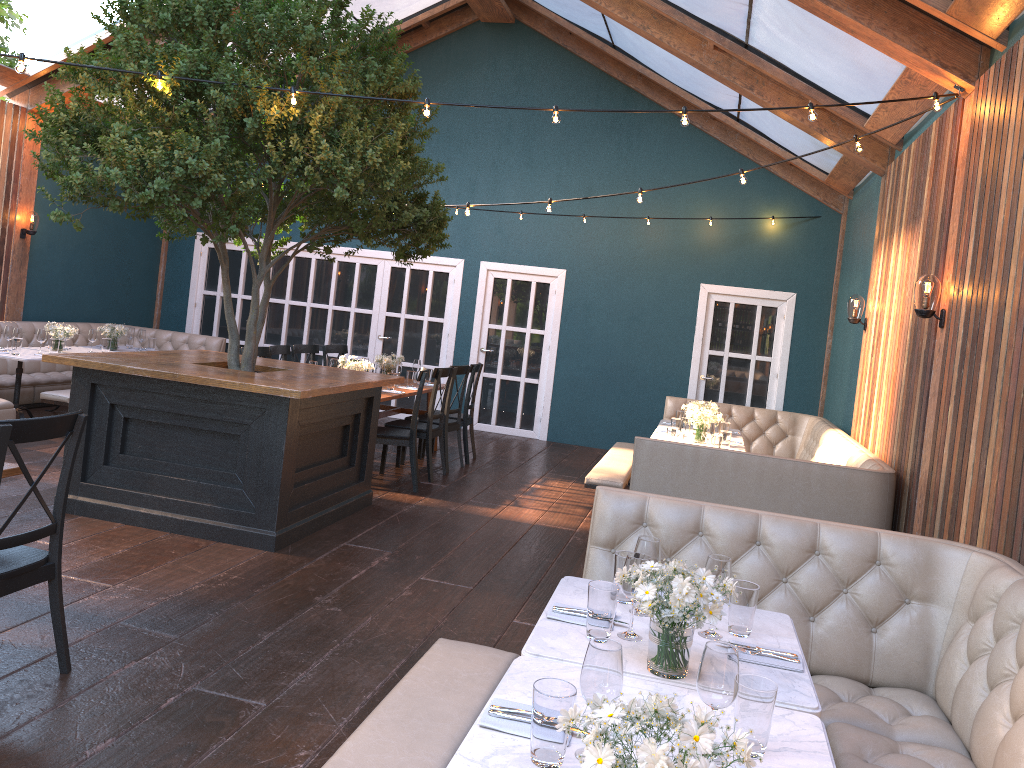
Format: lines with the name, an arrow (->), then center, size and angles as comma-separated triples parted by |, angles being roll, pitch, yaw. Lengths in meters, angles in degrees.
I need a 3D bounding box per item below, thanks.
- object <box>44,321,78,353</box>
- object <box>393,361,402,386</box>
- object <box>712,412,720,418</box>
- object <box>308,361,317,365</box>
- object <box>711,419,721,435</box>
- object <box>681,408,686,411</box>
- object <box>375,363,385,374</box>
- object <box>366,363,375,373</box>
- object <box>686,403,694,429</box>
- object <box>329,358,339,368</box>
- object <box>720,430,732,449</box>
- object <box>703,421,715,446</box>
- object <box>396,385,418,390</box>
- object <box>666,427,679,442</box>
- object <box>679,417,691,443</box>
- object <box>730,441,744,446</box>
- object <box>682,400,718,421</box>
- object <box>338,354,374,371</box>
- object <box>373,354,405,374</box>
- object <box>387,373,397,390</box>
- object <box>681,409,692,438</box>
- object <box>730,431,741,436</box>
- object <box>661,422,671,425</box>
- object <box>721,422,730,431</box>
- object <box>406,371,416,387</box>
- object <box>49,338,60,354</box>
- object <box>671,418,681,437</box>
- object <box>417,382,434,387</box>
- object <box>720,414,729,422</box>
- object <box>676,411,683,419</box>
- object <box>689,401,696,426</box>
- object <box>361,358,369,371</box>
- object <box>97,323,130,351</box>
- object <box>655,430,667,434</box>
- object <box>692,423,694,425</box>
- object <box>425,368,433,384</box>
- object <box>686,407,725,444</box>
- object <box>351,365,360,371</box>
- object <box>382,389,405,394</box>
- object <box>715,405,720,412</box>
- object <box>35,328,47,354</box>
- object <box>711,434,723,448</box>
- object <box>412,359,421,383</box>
object -> -4.566, -0.477, 8.932 | 0.328, 0.309, 0.338 | 5, 3, -35
object -> -1.150, -0.103, 8.829 | 0.092, 0.244, 0.092 | 6, 2, -35
object -> 1.800, 0.371, 7.857 | 0.092, 0.244, 0.092 | 6, 1, -29
object -> -1.736, -0.076, 7.666 | 0.092, 0.244, 0.092 | 6, 1, -29
object -> 1.633, 0.411, 7.125 | 0.092, 0.244, 0.092 | 6, 1, -29
object -> 1.735, 0.324, 8.880 | 0.092, 0.158, 0.092 | 7, 2, -1
object -> -1.246, -0.072, 8.312 | 0.092, 0.244, 0.092 | 6, 1, -29
object -> -1.493, -0.138, 9.301 | 0.092, 0.158, 0.091 | 8, 2, 39
object -> 1.717, 0.306, 8.546 | 0.092, 0.244, 0.092 | 6, 2, -35
object -> -1.665, -0.114, 8.234 | 0.092, 0.244, 0.092 | 6, 1, -29
object -> 1.727, 0.462, 7.170 | 0.092, 0.158, 0.092 | 7, 2, -1
object -> 1.533, 0.417, 6.912 | 0.092, 0.244, 0.092 | 6, 1, -29
object -> -1.035, 0.034, 8.700 | 0.255, 0.019, 0.157 | 8, 5, 13
object -> 1.259, 0.424, 6.973 | 0.092, 0.158, 0.092 | 7, 2, -1
object -> 1.364, 0.389, 7.017 | 0.092, 0.244, 0.092 | 6, 1, -29
object -> 1.899, 0.505, 7.737 | 0.255, 0.019, 0.157 | 8, 5, 13
object -> 1.779, 0.298, 8.330 | 0.335, 0.309, 0.330 | 5, 3, -22
object -> -1.439, -0.109, 8.082 | 0.330, 0.309, 0.336 | 8, 3, 28
object -> -1.275, -0.173, 9.104 | 0.329, 0.309, 0.336 | 7, 3, 11
object -> -1.145, -0.023, 8.376 | 0.091, 0.158, 0.092 | 5, 2, -41
object -> 1.538, 0.346, 7.794 | 0.092, 0.244, 0.092 | 6, 1, -29
object -> 2.077, 0.462, 8.517 | 0.255, 0.019, 0.157 | 8, 5, 13
object -> 1.593, 0.395, 8.670 | 0.255, 0.019, 0.157 | 8, 5, 13
object -> 1.894, 0.421, 7.902 | 0.092, 0.158, 0.092 | 7, 2, -1
object -> -1.020, -0.050, 8.887 | 0.092, 0.158, 0.091 | 8, 2, 39
object -> -4.449, -0.361, 8.598 | 0.092, 0.158, 0.092 | 7, 2, -1
object -> 1.433, 0.381, 7.751 | 0.092, 0.158, 0.092 | 7, 2, -1
object -> -0.900, 0.002, 9.280 | 0.255, 0.019, 0.157 | 8, 5, 13
object -> 2.072, 0.378, 8.682 | 0.092, 0.158, 0.092 | 7, 2, -1
object -> 1.613, 0.340, 8.503 | 0.092, 0.158, 0.092 | 7, 2, -1
object -> 1.783, 0.294, 8.779 | 0.092, 0.244, 0.092 | 6, 2, -35
object -> -1.468, -0.135, 8.774 | 0.092, 0.244, 0.092 | 6, 2, -35
object -> -4.395, -0.524, 9.746 | 0.335, 0.309, 0.330 | 5, 3, -22
object -> 1.413, 0.435, 7.918 | 0.255, 0.019, 0.157 | 8, 5, 13
object -> 1.892, 0.411, 8.893 | 0.158, 0.019, 0.255 | 8, 5, 13
object -> -0.901, -0.083, 9.459 | 0.092, 0.158, 0.091 | 8, 2, 39
object -> 1.608, 0.344, 7.515 | 0.328, 0.309, 0.338 | 5, 3, -35
object -> -1.378, -0.040, 7.730 | 0.092, 0.244, 0.092 | 6, 1, -29
object -> -1.126, 0.064, 8.199 | 0.255, 0.019, 0.157 | 8, 5, 13
object -> 1.978, 0.328, 8.638 | 0.092, 0.244, 0.092 | 6, 2, -35
object -> -4.552, -0.412, 8.556 | 0.092, 0.244, 0.092 | 6, 1, -29
object -> 1.571, 0.473, 6.813 | 0.092, 0.158, 0.092 | 7, 2, -1
object -> -1.019, -0.136, 9.417 | 0.092, 0.244, 0.092 | 6, 2, -35
